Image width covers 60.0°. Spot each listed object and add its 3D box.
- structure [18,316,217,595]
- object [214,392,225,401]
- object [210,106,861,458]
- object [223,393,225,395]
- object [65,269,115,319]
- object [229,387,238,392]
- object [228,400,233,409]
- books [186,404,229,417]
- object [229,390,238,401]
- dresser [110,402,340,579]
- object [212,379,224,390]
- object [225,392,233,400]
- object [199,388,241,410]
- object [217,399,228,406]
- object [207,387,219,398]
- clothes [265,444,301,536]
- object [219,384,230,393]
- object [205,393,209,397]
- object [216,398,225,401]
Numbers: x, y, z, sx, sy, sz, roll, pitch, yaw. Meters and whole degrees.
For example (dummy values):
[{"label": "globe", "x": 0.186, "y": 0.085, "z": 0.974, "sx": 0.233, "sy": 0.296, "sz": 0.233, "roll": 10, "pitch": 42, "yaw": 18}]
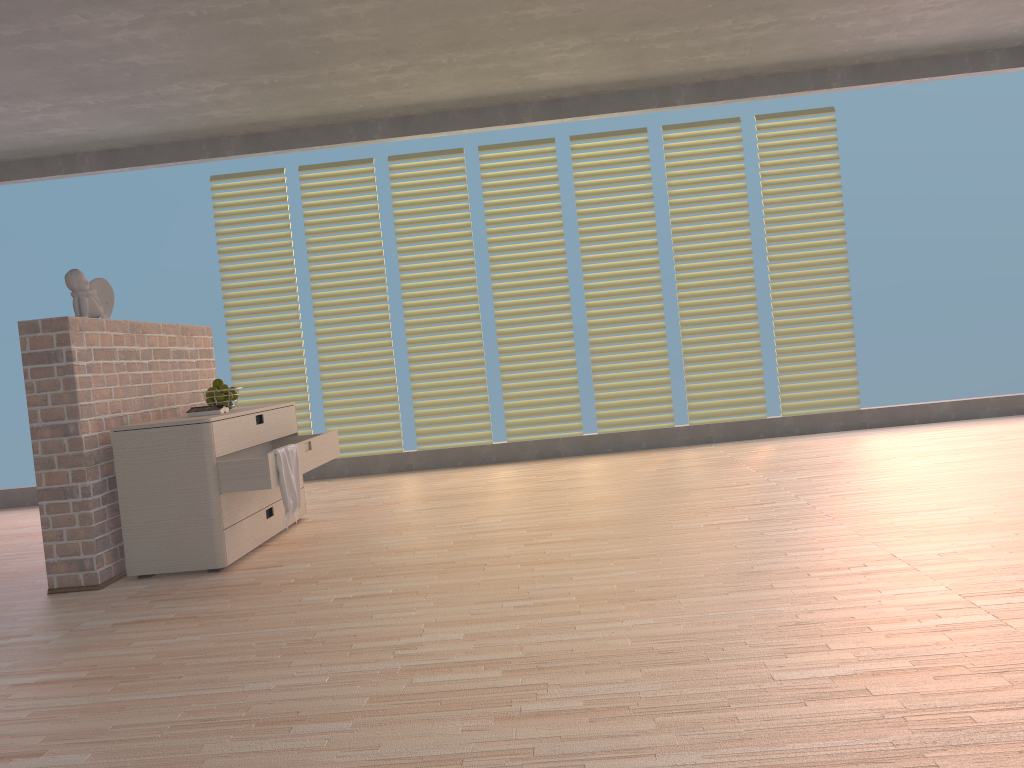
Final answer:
[{"label": "structure", "x": -1.706, "y": 0.250, "z": 4.106, "sx": 0.211, "sy": 1.057, "sz": 1.422, "roll": -6, "pitch": 2, "yaw": 3}, {"label": "object", "x": -1.387, "y": 0.059, "z": 4.205, "sx": 0.046, "sy": 0.044, "sz": 0.046, "roll": -6, "pitch": 2, "yaw": -1}, {"label": "object", "x": 0.133, "y": -0.639, "z": 6.210, "sx": 4.372, "sy": 2.114, "sz": 0.044, "roll": -6, "pitch": 2, "yaw": 3}, {"label": "object", "x": -1.377, "y": 0.035, "z": 4.249, "sx": 0.039, "sy": 0.038, "sz": 0.039, "roll": -4, "pitch": 2, "yaw": 32}, {"label": "object", "x": -1.782, "y": -0.369, "z": 3.719, "sx": 0.131, "sy": 0.218, "sz": 0.216, "roll": -6, "pitch": 2, "yaw": 2}, {"label": "object", "x": -1.358, "y": 0.037, "z": 4.310, "sx": 0.046, "sy": 0.047, "sz": 0.047, "roll": -4, "pitch": 2, "yaw": 41}, {"label": "object", "x": -1.375, "y": 0.098, "z": 4.291, "sx": 0.048, "sy": 0.048, "sz": 0.046, "roll": -6, "pitch": 2, "yaw": -8}, {"label": "books", "x": -1.347, "y": 0.116, "z": 3.935, "sx": 0.146, "sy": 0.040, "sz": 0.209, "roll": -6, "pitch": 2, "yaw": -7}, {"label": "object", "x": -1.347, "y": 0.054, "z": 4.269, "sx": 0.057, "sy": 0.057, "sz": 0.057, "roll": -4, "pitch": 2, "yaw": 36}, {"label": "dresser", "x": -1.212, "y": 0.418, "z": 4.333, "sx": 0.605, "sy": 0.612, "sz": 1.686, "roll": -6, "pitch": 2, "yaw": 3}, {"label": "object", "x": -1.409, "y": 0.002, "z": 4.255, "sx": 0.054, "sy": 0.056, "sz": 0.054, "roll": -6, "pitch": 2, "yaw": 3}, {"label": "object", "x": -1.349, "y": 0.058, "z": 4.227, "sx": 0.039, "sy": 0.040, "sz": 0.038, "roll": -5, "pitch": 2, "yaw": 11}, {"label": "object", "x": -1.394, "y": 0.079, "z": 4.263, "sx": 0.202, "sy": 0.104, "sz": 0.202, "roll": -6, "pitch": 2, "yaw": -4}, {"label": "object", "x": -1.382, "y": 0.095, "z": 4.236, "sx": 0.060, "sy": 0.055, "sz": 0.059, "roll": -7, "pitch": 2, "yaw": -42}, {"label": "object", "x": -1.427, "y": 0.040, "z": 4.226, "sx": 0.054, "sy": 0.053, "sz": 0.049, "roll": -4, "pitch": 2, "yaw": 34}, {"label": "clothes", "x": -0.950, "y": 0.447, "z": 3.741, "sx": 0.097, "sy": 0.369, "sz": 0.325, "roll": -6, "pitch": 2, "yaw": 4}, {"label": "object", "x": -1.366, "y": 0.023, "z": 4.211, "sx": 0.046, "sy": 0.045, "sz": 0.046, "roll": -6, "pitch": 2, "yaw": 2}, {"label": "object", "x": -1.450, "y": 0.054, "z": 4.276, "sx": 0.054, "sy": 0.048, "sz": 0.053, "roll": -5, "pitch": 2, "yaw": 10}, {"label": "object", "x": -1.416, "y": 0.064, "z": 4.309, "sx": 0.053, "sy": 0.054, "sz": 0.053, "roll": -4, "pitch": 2, "yaw": 38}]
